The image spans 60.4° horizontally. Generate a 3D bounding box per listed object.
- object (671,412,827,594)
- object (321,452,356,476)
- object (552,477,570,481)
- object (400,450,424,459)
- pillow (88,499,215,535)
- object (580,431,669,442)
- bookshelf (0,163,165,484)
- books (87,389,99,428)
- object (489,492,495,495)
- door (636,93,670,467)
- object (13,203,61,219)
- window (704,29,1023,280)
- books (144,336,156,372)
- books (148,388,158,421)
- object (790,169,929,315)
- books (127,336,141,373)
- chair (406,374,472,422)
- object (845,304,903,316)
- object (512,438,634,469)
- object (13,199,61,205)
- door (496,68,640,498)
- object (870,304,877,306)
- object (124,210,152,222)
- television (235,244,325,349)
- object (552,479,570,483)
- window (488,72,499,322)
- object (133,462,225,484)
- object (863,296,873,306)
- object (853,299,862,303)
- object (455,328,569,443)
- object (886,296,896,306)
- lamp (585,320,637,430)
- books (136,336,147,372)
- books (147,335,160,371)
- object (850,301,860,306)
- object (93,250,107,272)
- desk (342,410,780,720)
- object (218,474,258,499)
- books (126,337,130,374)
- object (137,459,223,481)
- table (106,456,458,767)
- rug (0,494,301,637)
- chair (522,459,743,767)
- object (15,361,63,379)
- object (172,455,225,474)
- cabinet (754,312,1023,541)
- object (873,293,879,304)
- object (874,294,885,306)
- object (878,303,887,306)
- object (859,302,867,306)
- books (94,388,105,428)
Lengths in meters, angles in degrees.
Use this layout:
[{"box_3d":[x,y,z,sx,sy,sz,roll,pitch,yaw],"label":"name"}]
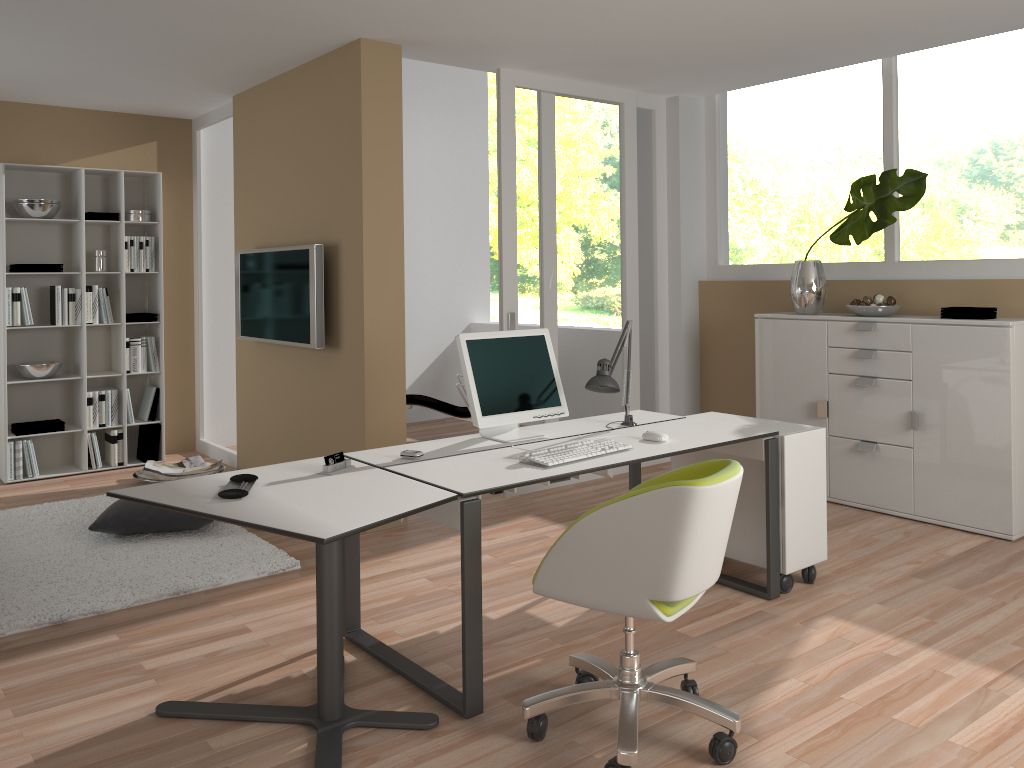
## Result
[{"box_3d":[1.056,0.513,3.975,0.309,0.674,0.623,-2,3,-38],"label":"object"},{"box_3d":[-0.592,0.269,3.001,0.049,0.055,0.131,1,6,27],"label":"object"},{"box_3d":[0.169,0.404,3.845,0.120,0.002,0.133,-6,9,-38],"label":"object"},{"box_3d":[-0.362,0.255,3.189,0.084,0.021,0.047,3,7,31],"label":"object"},{"box_3d":[-1.878,0.683,4.703,0.609,0.209,0.585,-2,6,-13],"label":"pillow"},{"box_3d":[0.437,0.225,3.525,0.371,0.079,0.141,3,7,31],"label":"object"},{"box_3d":[-3.087,-0.465,6.317,1.041,2.139,0.333,-2,1,-38],"label":"bookshelf"},{"box_3d":[-3.008,0.173,6.314,0.040,0.258,0.208,-1,2,-38],"label":"books"},{"box_3d":[-0.100,0.386,3.634,0.039,0.113,0.133,-1,3,-38],"label":"object"},{"box_3d":[0.654,-0.711,6.019,1.189,2.645,0.045,-2,0,-38],"label":"door"},{"box_3d":[-3.310,-1.196,6.140,0.299,0.106,0.301,1,6,17],"label":"object"},{"box_3d":[2.549,-1.490,5.034,0.045,1.792,3.646,-1,4,-38],"label":"window"},{"box_3d":[-2.712,-0.227,6.558,0.060,0.259,0.208,-1,2,-38],"label":"books"},{"box_3d":[-2.702,0.145,6.587,0.043,0.238,0.211,-1,2,-38],"label":"books"},{"box_3d":[2.047,-0.827,5.192,0.265,0.844,0.860,-1,3,-41],"label":"object"},{"box_3d":[-2.795,-0.217,6.480,0.076,0.258,0.208,-1,2,-38],"label":"books"},{"box_3d":[-0.605,0.072,7.120,1.433,0.824,0.696,-1,3,-3],"label":"chair"},{"box_3d":[2.099,-0.427,5.108,0.314,0.063,0.316,1,7,17],"label":"object"},{"box_3d":[0.158,0.258,3.288,0.458,0.079,0.389,-7,9,-43],"label":"object"},{"box_3d":[-3.310,-1.223,6.140,0.299,0.106,0.301,1,6,17],"label":"object"},{"box_3d":[0.402,-0.675,5.750,1.189,2.645,0.060,-2,0,-38],"label":"door"},{"box_3d":[2.074,-0.427,5.049,0.055,0.065,0.052,2,4,42],"label":"object"},{"box_3d":[-2.778,-1.243,6.536,0.191,0.090,0.193,0,6,4],"label":"object"},{"box_3d":[-1.425,-0.535,5.319,0.054,0.577,1.178,-1,4,-38],"label":"television"},{"box_3d":[0.166,0.413,3.843,0.120,0.002,0.133,-6,9,-38],"label":"object"},{"box_3d":[4.013,-2.682,12.053,12.083,5.947,2.082,3,3,35],"label":"window"},{"box_3d":[-2.239,0.618,5.933,0.585,0.063,0.588,3,8,27],"label":"object"},{"box_3d":[2.056,-0.478,5.085,0.053,0.063,0.055,1,4,37],"label":"object"},{"box_3d":[2.040,-0.470,5.204,0.056,0.064,0.053,1,3,31],"label":"object"},{"box_3d":[0.001,0.000,3.594,0.467,0.431,0.197,-4,3,-38],"label":"object"},{"box_3d":[2.151,-0.465,4.994,0.053,0.068,0.053,-2,3,-30],"label":"object"},{"box_3d":[0.417,0.010,3.674,0.140,0.528,0.542,-1,3,17],"label":"lamp"},{"box_3d":[-2.755,-0.223,6.529,0.040,0.258,0.208,-1,2,-38],"label":"books"},{"box_3d":[-2.691,-0.229,6.573,0.060,0.259,0.208,-1,2,-38],"label":"books"},{"box_3d":[2.011,-0.457,5.159,0.056,0.061,0.055,0,3,6],"label":"object"},{"box_3d":[-2.967,-0.884,6.338,0.093,0.161,0.094,-1,2,-24],"label":"object"},{"box_3d":[0.236,0.572,3.478,1.606,0.685,0.806,-5,6,-38],"label":"desk"},{"box_3d":[-0.849,0.317,2.735,0.089,0.030,0.217,-2,7,-8],"label":"object"},{"box_3d":[-2.846,-0.212,6.445,0.040,0.258,0.208,-1,2,-38],"label":"books"},{"box_3d":[-2.244,0.588,5.947,0.499,0.096,0.345,-2,7,-8],"label":"object"},{"box_3d":[-0.656,0.682,2.668,0.813,0.686,0.928,-4,6,-41],"label":"table"},{"box_3d":[-2.146,0.817,4.442,1.454,0.045,2.031,-6,9,-38],"label":"rug"},{"box_3d":[0.371,0.627,2.572,0.598,0.808,0.624,1,3,27],"label":"chair"},{"box_3d":[-3.297,-0.094,6.138,0.299,0.106,0.301,1,6,17],"label":"object"},{"box_3d":[-2.214,0.594,5.989,0.344,0.096,0.500,-6,8,-38],"label":"object"},{"box_3d":[2.135,0.153,5.058,0.417,1.081,1.528,-1,4,-38],"label":"cabinet"},{"box_3d":[2.143,-0.495,5.152,0.052,0.070,0.053,-2,3,-32],"label":"object"},{"box_3d":[2.107,-0.482,5.051,0.051,0.066,0.056,-1,3,-15],"label":"object"},{"box_3d":[2.112,-0.432,5.014,0.054,0.064,0.057,1,3,29],"label":"object"},{"box_3d":[2.019,-0.436,5.059,0.052,0.065,0.056,-2,3,-25],"label":"object"},{"box_3d":[-2.974,0.170,6.338,0.040,0.258,0.208,-1,2,-38],"label":"books"}]
